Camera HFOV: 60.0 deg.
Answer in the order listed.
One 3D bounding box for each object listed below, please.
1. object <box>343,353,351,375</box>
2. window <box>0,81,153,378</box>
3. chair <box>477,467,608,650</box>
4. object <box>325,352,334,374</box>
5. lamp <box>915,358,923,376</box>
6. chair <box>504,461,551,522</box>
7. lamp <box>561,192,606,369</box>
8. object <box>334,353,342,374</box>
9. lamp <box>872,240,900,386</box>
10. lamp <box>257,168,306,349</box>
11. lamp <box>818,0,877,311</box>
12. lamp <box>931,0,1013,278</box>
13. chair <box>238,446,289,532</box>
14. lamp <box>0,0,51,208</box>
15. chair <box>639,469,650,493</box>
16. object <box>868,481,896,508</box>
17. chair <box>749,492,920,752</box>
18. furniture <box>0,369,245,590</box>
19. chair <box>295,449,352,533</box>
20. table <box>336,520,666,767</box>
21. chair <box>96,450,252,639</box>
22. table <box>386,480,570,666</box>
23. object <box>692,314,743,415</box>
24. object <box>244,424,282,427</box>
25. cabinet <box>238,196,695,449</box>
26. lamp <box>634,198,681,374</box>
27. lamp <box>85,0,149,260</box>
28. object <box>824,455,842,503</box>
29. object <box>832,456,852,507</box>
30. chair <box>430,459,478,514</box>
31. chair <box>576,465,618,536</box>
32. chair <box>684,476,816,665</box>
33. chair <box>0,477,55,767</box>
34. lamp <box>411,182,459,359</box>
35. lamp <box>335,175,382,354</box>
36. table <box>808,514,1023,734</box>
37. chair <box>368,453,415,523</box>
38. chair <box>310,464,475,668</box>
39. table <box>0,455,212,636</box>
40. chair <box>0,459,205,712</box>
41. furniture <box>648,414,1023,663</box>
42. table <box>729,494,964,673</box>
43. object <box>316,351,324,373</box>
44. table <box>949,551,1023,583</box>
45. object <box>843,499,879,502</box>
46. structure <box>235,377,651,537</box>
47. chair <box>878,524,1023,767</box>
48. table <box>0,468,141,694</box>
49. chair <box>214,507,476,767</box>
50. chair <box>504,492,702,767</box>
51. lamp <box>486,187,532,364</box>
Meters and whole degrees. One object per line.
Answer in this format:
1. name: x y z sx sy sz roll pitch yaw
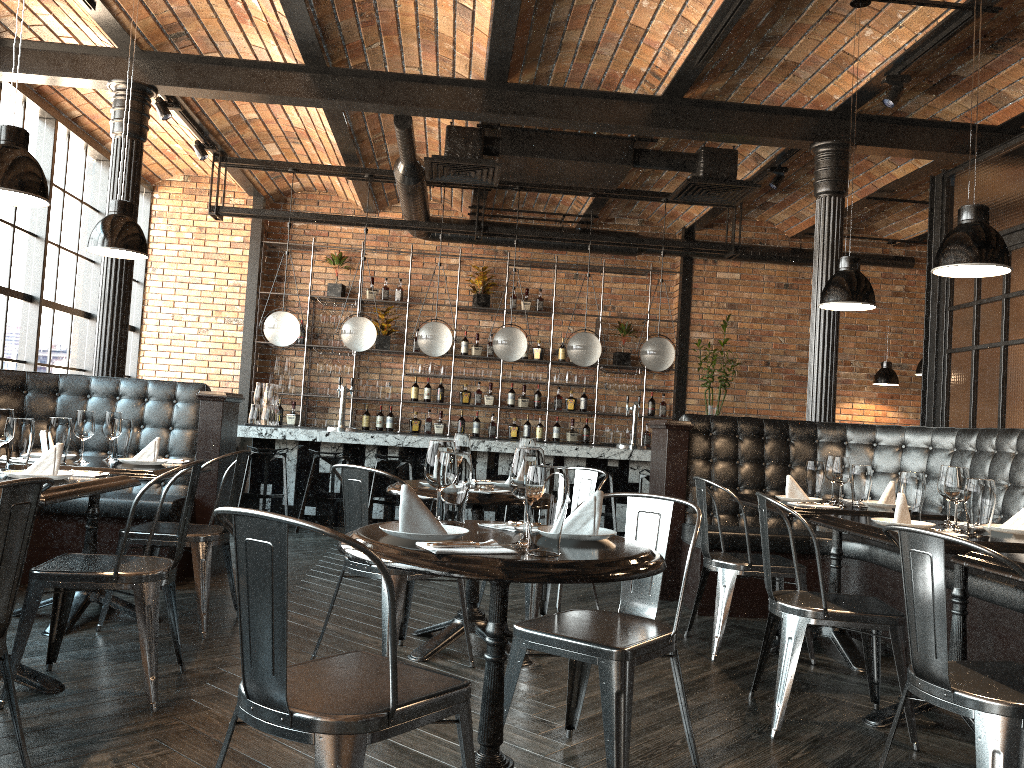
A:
1. object: -1.900 -0.231 10.230 0.092 0.244 0.092 3 -3 2
2. window: -3.670 -0.957 1.913 0.168 3.253 16.179 4 -3 -4
3. chair: 0.172 0.854 4.578 0.558 0.857 0.504 6 -3 -39
4. object: -2.101 -0.244 10.216 0.092 0.244 0.092 3 -3 2
5. lamp: 4.057 -0.906 8.513 0.291 1.653 0.291 1 -4 41
6. chair: 0.130 1.077 8.118 0.475 0.737 0.414 4 -3 -9
7. lamp: 0.751 -1.023 8.747 0.340 1.754 0.340 1 -4 42
8. object: -2.003 -0.237 10.223 0.092 0.244 0.092 3 -3 2
9. lamp: 4.304 -0.815 10.130 0.291 1.653 0.291 5 -3 -29
10. lamp: -2.167 -1.212 8.545 0.340 1.754 0.340 1 -4 42
11. lamp: 1.803 -1.224 4.673 0.291 1.653 0.291 1 -4 41
12. lamp: 1.882 -1.271 3.574 0.291 1.653 0.291 1 -4 41
13. chair: -2.216 0.925 7.956 0.475 0.737 0.414 4 -3 -14
14. lamp: -1.818 -1.510 3.318 0.291 1.653 0.291 2 -3 21
15. chair: 1.328 1.155 8.201 0.475 0.737 0.414 4 -3 -9
16. object: 1.932 0.569 4.580 0.232 0.139 0.232 1 -4 44
17. chair: 1.208 0.863 3.402 0.558 0.857 0.504 3 -3 6
18. furniture: -2.620 0.439 3.169 1.979 1.212 5.451 4 -3 -4
19. chair: -1.647 0.962 7.995 0.475 0.737 0.414 3 -3 1
20. table: -0.048 0.787 2.357 0.866 0.758 0.866 6 -4 -40
21. chair: -1.597 0.733 4.304 0.558 0.857 0.504 3 -3 1
22. table: -0.180 0.865 4.186 0.866 0.758 0.866 6 -4 -40
23. object: 2.327 -0.006 10.062 0.584 1.546 0.673 2 -3 35
24. object: -2.395 0.400 8.548 0.273 0.019 0.437 4 -3 -4
25. cabinet: -1.401 -0.376 10.325 7.075 3.779 0.564 4 -3 -4
26. lamp: 1.481 -0.975 8.798 0.340 1.754 0.340 1 -4 42
27. lamp: -1.897 -1.465 4.417 0.291 1.653 0.291 1 -4 41
28. object: 1.683 0.498 4.644 0.092 0.244 0.092 3 -3 13
29. object: 1.622 0.482 4.370 0.092 0.244 0.092 5 -3 -21
30. chair: -0.508 1.036 8.074 0.475 0.737 0.414 3 -3 6
31. chair: 0.746 1.117 8.161 0.475 0.737 0.414 3 -3 1
32. chair: 1.190 0.913 4.484 0.558 0.857 0.504 4 -3 -4
33. chair: -1.478 0.639 2.147 0.558 0.857 0.504 3 -3 1
34. lamp: -0.708 -1.117 8.646 0.340 1.754 0.340 1 -4 42
35. lamp: -1.437 -1.164 8.595 0.340 1.754 0.340 1 -4 42
36. table: 1.736 0.948 3.445 0.872 0.758 0.872 4 -3 -4
37. chair: -1.087 0.998 8.034 0.475 0.737 0.414 4 -3 -9
38. chair: -0.495 0.777 3.807 0.504 0.857 0.558 1 -4 41
39. table: -2.043 0.755 4.303 0.872 0.758 0.872 4 -3 -4
40. chair: -1.465 0.692 3.268 0.558 0.857 0.504 4 -3 -9
41. furniture: 2.092 0.745 3.492 1.979 1.212 5.451 4 -3 -4
42. table: 1.657 0.994 4.545 0.872 0.758 0.872 4 -3 -4
43. object: -2.211 -0.251 10.209 0.092 0.244 0.092 3 -3 2
44. table: 1.815 0.902 2.359 0.872 0.758 0.872 4 -3 -4
45. object: 1.901 0.633 4.805 0.255 0.019 0.157 4 -3 -8
46. structure: -0.029 0.773 9.232 5.346 1.430 1.930 4 -3 -4
47. chair: 1.295 0.820 2.356 0.558 0.857 0.504 4 -3 -14
48. table: -1.964 0.709 3.203 0.872 0.758 0.872 4 -3 -4
49. chair: -0.378 0.699 1.977 0.504 0.857 0.558 2 -3 36
50. chair: 0.285 0.776 2.745 0.504 0.857 0.558 2 -3 36
51. lamp: 0.022 -1.070 8.697 0.340 1.754 0.340 1 -4 42
